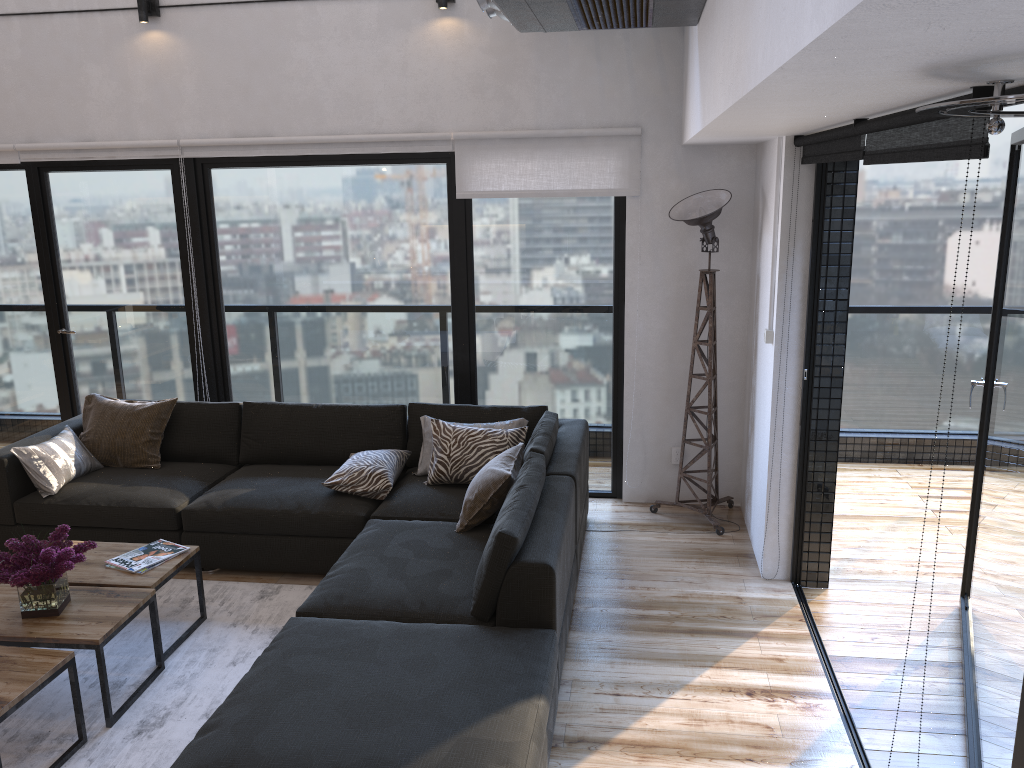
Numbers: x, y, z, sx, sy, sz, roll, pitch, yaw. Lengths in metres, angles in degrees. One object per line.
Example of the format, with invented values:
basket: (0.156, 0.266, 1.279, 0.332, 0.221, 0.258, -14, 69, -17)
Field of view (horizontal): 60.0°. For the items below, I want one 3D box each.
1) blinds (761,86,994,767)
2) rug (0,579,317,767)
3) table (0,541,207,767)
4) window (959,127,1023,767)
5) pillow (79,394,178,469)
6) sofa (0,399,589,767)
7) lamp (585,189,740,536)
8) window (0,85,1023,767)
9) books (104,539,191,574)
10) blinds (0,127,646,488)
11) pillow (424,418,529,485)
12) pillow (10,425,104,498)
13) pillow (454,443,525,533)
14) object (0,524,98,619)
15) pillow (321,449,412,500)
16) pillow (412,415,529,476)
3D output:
blinds: (1.674, 0.393, 2.026, 1.826, 2.059, 3.853, -11, 16, -36)
rug: (-1.757, 1.201, 3.356, 1.637, 0.003, 2.106, 1, 13, 8)
table: (-1.761, 1.021, 3.351, 0.697, 0.351, 1.294, 1, 13, 8)
window: (1.506, 0.250, 2.728, 0.100, 2.058, 2.441, 5, 15, 25)
pillow: (-2.208, 0.267, 5.010, 0.609, 0.383, 0.264, 1, 14, 8)
sofa: (-1.266, 0.726, 3.824, 3.044, 0.703, 2.988, 1, 13, 8)
lamp: (0.580, -0.087, 4.710, 1.468, 1.834, 0.423, -3, 14, -6)
window: (-2.364, -1.468, 3.462, 13.397, 5.587, 5.644, 1, 13, 8)
books: (-1.547, 0.734, 3.773, 0.228, 0.013, 0.294, 6, 15, 28)
blinds: (-1.889, -0.418, 5.367, 5.369, 2.051, 0.095, 1, 14, 8)
pillow: (-0.181, 0.355, 4.541, 0.531, 0.315, 0.249, 2, 14, 12)
pillow: (-2.404, 0.404, 4.723, 0.212, 0.266, 0.497, 1, 13, 9)
pillow: (-0.092, 0.477, 4.137, 0.273, 0.310, 0.545, 1, 13, 8)
object: (-1.746, 0.680, 3.286, 0.341, 0.344, 0.373, 1, 14, 9)
pillow: (-0.743, 0.456, 4.621, 0.356, 0.178, 0.529, 0, 13, 6)
pillow: (-0.222, 0.341, 4.705, 0.611, 0.295, 0.234, 1, 14, 9)
